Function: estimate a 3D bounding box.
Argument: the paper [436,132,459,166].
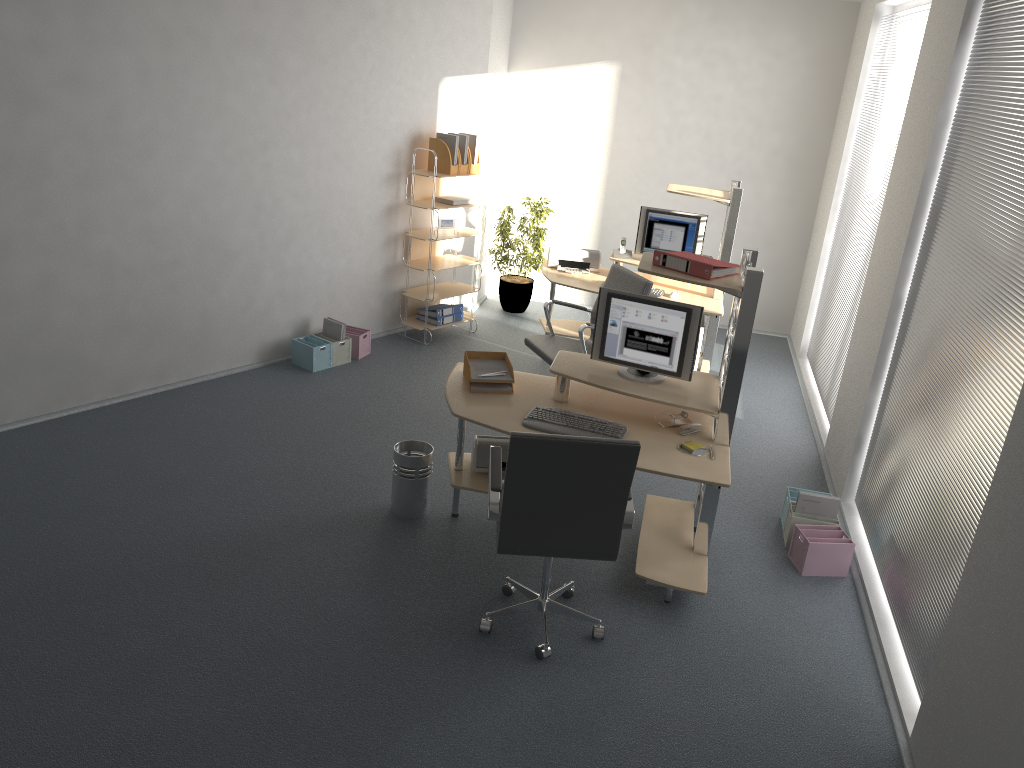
[{"bbox_3d":[-0.527,-1.846,7.096,0.213,0.297,0.045,20,25,33],"label":"paper"}]

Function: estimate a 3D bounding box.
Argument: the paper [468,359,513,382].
[{"bbox_3d":[-0.121,-0.074,4.600,0.210,0.010,0.297,2,21,-10],"label":"paper"}]

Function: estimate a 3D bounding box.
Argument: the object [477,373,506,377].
[{"bbox_3d":[-0.105,-0.044,4.503,0.159,0.009,0.008,-4,23,-24],"label":"object"}]

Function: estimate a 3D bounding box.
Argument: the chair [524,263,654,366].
[{"bbox_3d":[0.476,-0.240,5.976,0.652,1.048,0.584,-3,23,-23],"label":"chair"}]

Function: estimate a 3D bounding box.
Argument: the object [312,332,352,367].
[{"bbox_3d":[-1.380,-0.267,6.781,0.245,0.202,0.185,20,25,34],"label":"object"}]

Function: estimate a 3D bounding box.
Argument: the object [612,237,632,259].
[{"bbox_3d":[0.883,-1.085,7.047,0.150,0.151,0.119,4,21,-4],"label":"object"}]

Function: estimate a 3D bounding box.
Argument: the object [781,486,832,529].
[{"bbox_3d":[1.653,0.724,4.968,0.245,0.202,0.185,9,21,10],"label":"object"}]

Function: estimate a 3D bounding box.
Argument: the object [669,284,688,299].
[{"bbox_3d":[1.340,-0.739,6.943,0.168,0.088,0.742,10,21,11],"label":"object"}]

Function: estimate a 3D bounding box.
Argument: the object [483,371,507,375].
[{"bbox_3d":[-0.093,-0.053,4.529,0.159,0.009,0.008,-8,25,-32],"label":"object"}]

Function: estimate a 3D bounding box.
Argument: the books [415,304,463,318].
[{"bbox_3d":[-0.621,-0.641,7.579,0.263,0.100,0.320,21,26,35],"label":"books"}]

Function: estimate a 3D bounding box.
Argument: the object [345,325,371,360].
[{"bbox_3d":[-1.262,-0.326,6.966,0.245,0.202,0.185,13,22,17],"label":"object"}]

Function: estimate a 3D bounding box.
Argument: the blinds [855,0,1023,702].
[{"bbox_3d":[1.939,-0.286,3.797,0.022,2.770,1.950,9,21,9],"label":"blinds"}]

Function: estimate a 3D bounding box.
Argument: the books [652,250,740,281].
[{"bbox_3d":[0.869,-0.572,4.165,0.320,0.072,0.262,24,27,39],"label":"books"}]

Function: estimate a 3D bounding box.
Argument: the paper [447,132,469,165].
[{"bbox_3d":[-0.450,-1.874,7.190,0.213,0.297,0.045,21,26,35],"label":"paper"}]

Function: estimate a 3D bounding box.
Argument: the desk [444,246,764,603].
[{"bbox_3d":[0.318,0.105,4.300,1.469,1.566,0.967,9,21,9],"label":"desk"}]

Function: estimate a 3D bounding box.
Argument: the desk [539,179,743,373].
[{"bbox_3d":[0.899,-0.818,6.872,1.469,1.566,0.967,9,21,9],"label":"desk"}]

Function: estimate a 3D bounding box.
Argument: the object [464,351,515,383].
[{"bbox_3d":[-0.119,-0.090,4.595,0.225,0.060,0.309,2,21,-10],"label":"object"}]

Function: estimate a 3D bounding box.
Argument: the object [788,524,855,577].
[{"bbox_3d":[1.594,0.864,4.586,0.245,0.202,0.185,3,21,-7],"label":"object"}]

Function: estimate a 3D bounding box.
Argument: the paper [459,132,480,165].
[{"bbox_3d":[-0.366,-1.899,7.278,0.213,0.297,0.045,23,27,37],"label":"paper"}]

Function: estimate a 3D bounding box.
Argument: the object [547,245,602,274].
[{"bbox_3d":[0.505,-1.000,7.158,0.438,0.162,0.351,6,21,2],"label":"object"}]

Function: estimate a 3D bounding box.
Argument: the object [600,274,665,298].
[{"bbox_3d":[1.002,-0.781,6.973,0.478,0.082,0.814,12,22,16],"label":"object"}]

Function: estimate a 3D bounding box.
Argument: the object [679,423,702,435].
[{"bbox_3d":[0.853,0.213,4.234,0.134,0.042,0.022,-10,26,-35],"label":"object"}]

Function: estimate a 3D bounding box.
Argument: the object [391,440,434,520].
[{"bbox_3d":[-0.531,0.512,4.711,0.208,0.377,0.208,-9,25,-34],"label":"object"}]

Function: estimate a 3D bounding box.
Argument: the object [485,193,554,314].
[{"bbox_3d":[0.096,-1.231,8.359,0.544,1.147,0.644,22,26,36],"label":"object"}]

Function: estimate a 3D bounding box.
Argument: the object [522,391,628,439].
[{"bbox_3d":[0.387,0.132,4.421,0.478,0.082,0.814,12,22,16],"label":"object"}]

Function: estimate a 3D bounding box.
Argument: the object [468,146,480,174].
[{"bbox_3d":[-0.380,-1.877,7.270,0.243,0.259,0.113,23,27,37],"label":"object"}]

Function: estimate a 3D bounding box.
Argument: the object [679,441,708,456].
[{"bbox_3d":[0.829,0.288,4.054,0.132,0.026,0.132,9,21,10],"label":"object"}]

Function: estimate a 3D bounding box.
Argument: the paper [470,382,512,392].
[{"bbox_3d":[-0.126,-0.026,4.618,0.210,0.019,0.297,2,21,-10],"label":"paper"}]

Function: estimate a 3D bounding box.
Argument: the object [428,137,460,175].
[{"bbox_3d":[-0.540,-1.823,7.087,0.243,0.259,0.113,20,25,33],"label":"object"}]

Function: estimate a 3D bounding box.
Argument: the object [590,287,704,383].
[{"bbox_3d":[0.686,-0.241,4.409,0.516,0.418,0.245,18,24,30],"label":"object"}]

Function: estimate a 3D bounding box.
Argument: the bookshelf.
[{"bbox_3d":[-0.565,-1.161,7.394,0.381,1.572,0.724,21,26,35],"label":"bookshelf"}]

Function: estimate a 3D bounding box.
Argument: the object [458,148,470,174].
[{"bbox_3d":[-0.463,-1.851,7.181,0.243,0.259,0.113,21,26,35],"label":"object"}]

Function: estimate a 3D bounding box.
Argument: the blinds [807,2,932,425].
[{"bbox_3d":[2.519,-1.213,6.376,0.037,2.749,1.950,9,21,9],"label":"blinds"}]

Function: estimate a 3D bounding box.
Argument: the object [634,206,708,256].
[{"bbox_3d":[1.260,-1.158,6.961,0.516,0.418,0.245,15,23,23],"label":"object"}]

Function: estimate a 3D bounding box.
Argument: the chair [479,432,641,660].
[{"bbox_3d":[0.179,0.578,3.754,0.584,1.048,0.652,4,21,-3],"label":"chair"}]

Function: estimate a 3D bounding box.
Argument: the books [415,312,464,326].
[{"bbox_3d":[-0.619,-0.587,7.592,0.262,0.072,0.320,21,26,35],"label":"books"}]

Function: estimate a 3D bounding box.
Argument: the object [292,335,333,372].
[{"bbox_3d":[-1.496,-0.226,6.642,0.245,0.202,0.185,20,25,34],"label":"object"}]

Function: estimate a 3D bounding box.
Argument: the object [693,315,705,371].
[{"bbox_3d":[1.355,-0.307,6.869,0.199,0.422,0.471,9,21,9],"label":"object"}]

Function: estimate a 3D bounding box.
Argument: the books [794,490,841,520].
[{"bbox_3d":[1.618,0.725,4.759,0.220,0.306,0.068,9,21,10],"label":"books"}]

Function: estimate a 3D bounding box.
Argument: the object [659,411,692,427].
[{"bbox_3d":[0.798,0.167,4.312,0.159,0.064,0.054,-3,22,-21],"label":"object"}]

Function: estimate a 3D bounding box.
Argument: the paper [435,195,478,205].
[{"bbox_3d":[-0.461,-1.519,7.327,0.213,0.046,0.297,21,25,34],"label":"paper"}]

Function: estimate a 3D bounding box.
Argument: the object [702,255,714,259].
[{"bbox_3d":[1.478,-0.909,6.763,0.093,0.135,0.154,-13,28,-40],"label":"object"}]

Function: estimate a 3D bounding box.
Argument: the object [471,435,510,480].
[{"bbox_3d":[0.011,0.399,4.630,0.438,0.162,0.351,4,21,-5],"label":"object"}]

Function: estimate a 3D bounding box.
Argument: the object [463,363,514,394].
[{"bbox_3d":[-0.125,-0.038,4.615,0.225,0.060,0.309,2,21,-10],"label":"object"}]

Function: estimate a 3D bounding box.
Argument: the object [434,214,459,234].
[{"bbox_3d":[-0.537,-1.321,7.310,0.192,0.161,0.077,-8,25,-32],"label":"object"}]

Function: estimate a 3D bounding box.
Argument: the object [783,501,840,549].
[{"bbox_3d":[1.615,0.786,4.798,0.245,0.202,0.185,9,21,10],"label":"object"}]

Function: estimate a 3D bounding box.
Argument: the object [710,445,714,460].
[{"bbox_3d":[0.910,0.308,4.045,0.011,0.011,0.158,8,21,7],"label":"object"}]

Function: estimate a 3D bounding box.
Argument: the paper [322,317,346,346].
[{"bbox_3d":[-1.364,-0.336,6.767,0.220,0.306,0.068,21,25,34],"label":"paper"}]
